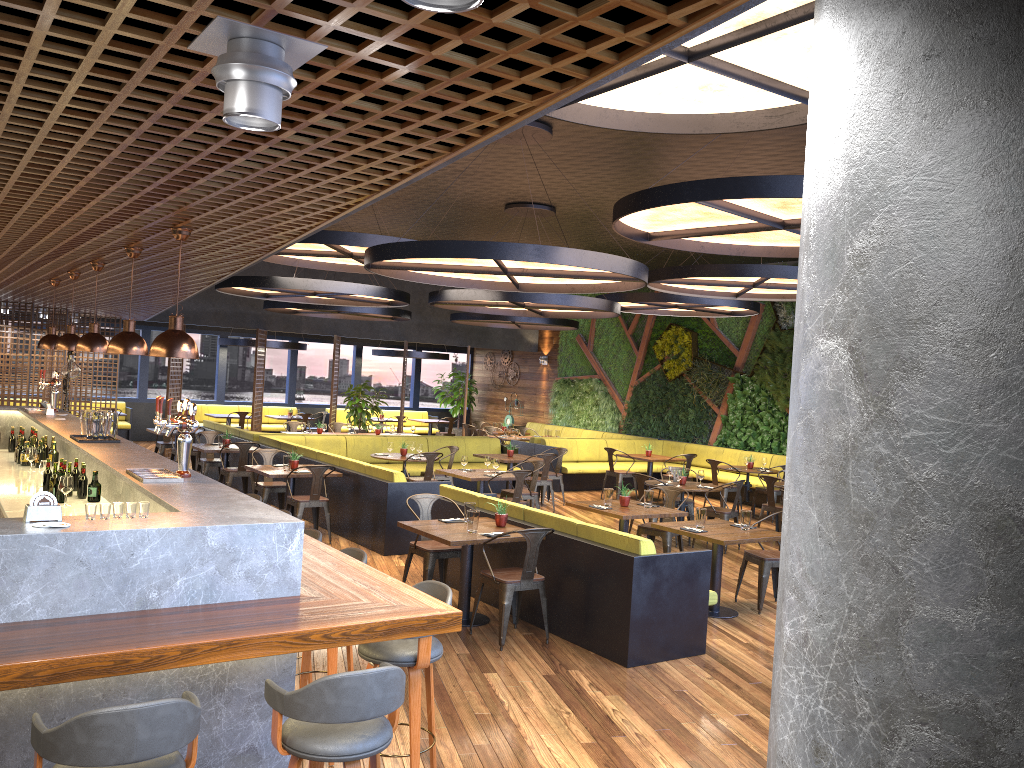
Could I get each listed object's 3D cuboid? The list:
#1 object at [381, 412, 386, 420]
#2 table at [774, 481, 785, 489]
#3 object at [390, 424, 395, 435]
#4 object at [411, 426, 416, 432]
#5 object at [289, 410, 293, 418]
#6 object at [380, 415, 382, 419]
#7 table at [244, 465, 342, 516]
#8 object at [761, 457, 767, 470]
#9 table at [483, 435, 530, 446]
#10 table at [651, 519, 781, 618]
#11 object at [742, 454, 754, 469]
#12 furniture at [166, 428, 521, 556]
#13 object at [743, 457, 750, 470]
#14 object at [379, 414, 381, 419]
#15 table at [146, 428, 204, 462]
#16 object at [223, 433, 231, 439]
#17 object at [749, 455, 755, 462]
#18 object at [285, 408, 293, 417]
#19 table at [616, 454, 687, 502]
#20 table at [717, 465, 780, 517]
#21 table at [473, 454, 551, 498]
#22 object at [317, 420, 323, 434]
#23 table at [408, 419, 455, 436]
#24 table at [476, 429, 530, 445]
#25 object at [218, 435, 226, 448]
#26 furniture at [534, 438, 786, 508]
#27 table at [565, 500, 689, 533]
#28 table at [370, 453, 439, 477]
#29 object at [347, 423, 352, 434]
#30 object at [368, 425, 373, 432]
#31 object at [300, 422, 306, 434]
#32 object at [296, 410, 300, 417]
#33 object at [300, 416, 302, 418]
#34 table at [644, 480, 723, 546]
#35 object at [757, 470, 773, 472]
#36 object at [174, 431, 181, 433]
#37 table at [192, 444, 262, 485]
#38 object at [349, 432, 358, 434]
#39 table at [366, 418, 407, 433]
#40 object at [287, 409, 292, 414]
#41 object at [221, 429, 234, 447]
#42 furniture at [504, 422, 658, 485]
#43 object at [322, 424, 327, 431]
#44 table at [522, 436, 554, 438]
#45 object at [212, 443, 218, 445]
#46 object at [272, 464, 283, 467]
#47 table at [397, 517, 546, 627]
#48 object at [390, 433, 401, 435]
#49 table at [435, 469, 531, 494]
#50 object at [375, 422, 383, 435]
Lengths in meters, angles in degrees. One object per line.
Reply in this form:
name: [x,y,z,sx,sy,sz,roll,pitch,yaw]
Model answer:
object: [-3.196,0.798,22.029,0.102,0.178,0.102,4,1,41]
table: [4.051,1.798,12.313,1.007,0.760,1.007,4,1,23]
object: [-2.327,0.883,17.264,0.097,0.206,0.097,4,1,11]
object: [-1.912,0.910,17.138,0.097,0.206,0.097,4,1,11]
object: [-5.161,0.692,20.691,0.102,0.178,0.102,4,1,41]
object: [-3.260,0.747,22.191,0.238,0.271,0.260,3,1,-13]
table: [-2.660,1.407,10.680,0.887,0.763,0.906,3,1,-34]
object: [4.097,1.298,14.404,0.097,0.206,0.097,4,1,20]
table: [-0.001,1.497,18.475,0.887,0.763,0.906,3,1,-34]
table: [1.886,1.705,8.101,0.906,0.763,0.887,3,1,-34]
object: [3.894,1.249,14.512,0.260,0.271,0.238,4,1,5]
furniture: [-1.784,1.354,14.045,4.895,0.914,7.462,3,1,-39]
object: [3.779,1.280,14.291,0.097,0.206,0.097,3,1,-45]
object: [-3.312,0.788,22.368,0.102,0.178,0.102,4,1,41]
table: [-5.695,1.182,15.141,0.887,0.763,0.906,3,1,-34]
object: [-4.200,0.819,13.061,0.102,0.178,0.102,4,1,41]
object: [3.978,1.288,14.709,0.097,0.206,0.097,3,1,-14]
object: [-5.207,0.641,20.868,0.238,0.271,0.260,3,1,-13]
table: [2.451,1.670,15.736,0.887,0.763,0.906,3,1,-34]
table: [3.841,1.765,14.502,1.007,0.760,1.007,4,1,23]
table: [-0.026,1.536,14.048,0.887,0.763,0.906,3,1,-34]
object: [-3.535,0.784,16.290,0.238,0.271,0.260,3,1,-13]
table: [-2.114,1.328,22.991,0.887,0.763,0.906,3,1,-34]
table: [-0.223,1.466,20.366,0.887,0.763,0.906,3,1,-34]
object: [-4.153,0.825,12.688,0.102,0.178,0.102,4,1,41]
furniture: [3.069,1.632,15.729,3.372,0.914,4.503,3,1,-34]
table: [1.157,1.651,9.171,0.887,0.763,0.906,3,1,-34]
table: [-1.604,1.448,13.105,1.007,0.760,1.007,3,1,3]
object: [-3.077,0.843,16.753,0.097,0.206,0.097,4,1,11]
object: [-2.662,0.869,16.626,0.097,0.206,0.097,4,1,11]
object: [-3.827,0.802,16.242,0.097,0.206,0.097,4,1,11]
object: [-5.047,0.697,20.885,0.102,0.178,0.102,4,1,41]
object: [-4.950,0.781,21.018,0.157,0.019,0.255,3,1,-35]
table: [2.209,1.693,11.576,1.007,0.760,1.007,4,1,43]
object: [4.047,1.391,14.237,0.157,0.019,0.255,3,1,-34]
object: [-5.525,0.802,14.857,0.255,0.019,0.157,3,1,-35]
table: [-4.176,1.295,12.912,0.887,0.763,0.906,3,1,-34]
object: [-3.037,0.938,16.922,0.157,0.019,0.255,3,1,-34]
table: [-3.270,1.265,22.207,0.906,0.763,0.887,3,1,-34]
object: [-5.277,0.682,21.031,0.102,0.178,0.102,4,1,41]
object: [-4.143,0.777,12.925,0.260,0.271,0.238,3,1,-33]
furniture: [0.469,1.439,19.563,3.378,0.916,4.755,3,1,-34]
object: [-3.412,0.828,16.115,0.097,0.206,0.097,4,1,11]
table: [0.768,1.539,19.000,0.887,0.763,0.906,3,1,-34]
object: [-4.336,0.890,13.164,0.255,0.019,0.157,3,1,-35]
object: [-2.821,1.002,10.932,0.255,0.019,0.157,3,1,-35]
table: [-0.365,1.576,7.354,0.906,0.763,0.887,3,1,-34]
object: [-2.287,0.978,17.433,0.157,0.019,0.255,3,1,-34]
table: [-0.404,1.536,11.497,0.906,0.763,0.887,3,1,-34]
object: [-2.565,0.836,16.951,0.238,0.271,0.260,3,1,-13]
